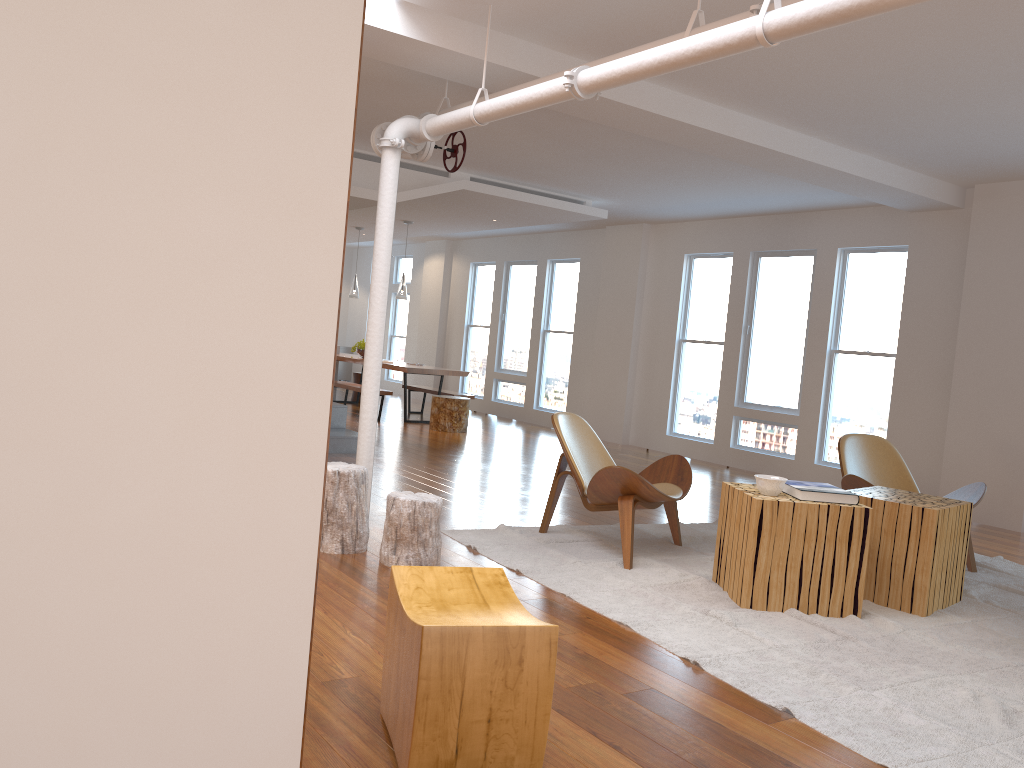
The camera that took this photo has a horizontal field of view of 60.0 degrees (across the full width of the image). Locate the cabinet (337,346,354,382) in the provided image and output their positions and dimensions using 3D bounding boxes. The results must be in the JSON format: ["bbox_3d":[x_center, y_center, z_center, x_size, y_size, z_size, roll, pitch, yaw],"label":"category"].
[{"bbox_3d":[-3.830,-0.418,17.453,1.309,0.725,0.420,3,3,-35],"label":"cabinet"}]

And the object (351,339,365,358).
[{"bbox_3d":[-2.056,-0.493,12.507,0.292,0.284,0.394,6,3,19],"label":"object"}]

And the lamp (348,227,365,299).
[{"bbox_3d":[-2.178,-1.738,12.465,0.160,1.060,0.160,5,3,-8],"label":"lamp"}]

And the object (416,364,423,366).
[{"bbox_3d":[-1.205,-0.252,11.727,0.158,0.017,0.019,3,3,-40],"label":"object"}]

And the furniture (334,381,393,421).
[{"bbox_3d":[-2.014,0.212,11.390,0.316,0.389,1.433,3,3,-35],"label":"furniture"}]

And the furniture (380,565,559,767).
[{"bbox_3d":[-0.140,0.780,2.415,0.344,0.430,0.549,5,3,-16],"label":"furniture"}]

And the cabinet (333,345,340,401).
[{"bbox_3d":[-3.685,-0.306,14.329,0.597,0.832,2.936,3,3,-35],"label":"cabinet"}]

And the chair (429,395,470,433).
[{"bbox_3d":[-0.747,0.356,10.647,0.460,0.400,0.460,4,3,-25],"label":"chair"}]

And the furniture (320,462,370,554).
[{"bbox_3d":[-0.863,0.624,4.500,0.298,0.418,0.290,6,3,18],"label":"furniture"}]

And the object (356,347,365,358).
[{"bbox_3d":[-2.033,-0.428,12.512,0.360,0.159,0.360,6,3,18],"label":"object"}]

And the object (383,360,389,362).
[{"bbox_3d":[-1.648,-0.292,11.604,0.079,0.030,0.070,6,3,18],"label":"object"}]

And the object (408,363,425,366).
[{"bbox_3d":[-1.276,-0.261,11.806,0.222,0.020,0.222,3,4,-43],"label":"object"}]

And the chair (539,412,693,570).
[{"bbox_3d":[0.677,0.587,5.084,0.856,0.752,0.867,4,3,-30],"label":"chair"}]

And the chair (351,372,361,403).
[{"bbox_3d":[-2.242,0.062,13.507,0.396,0.455,0.402,3,4,-45],"label":"chair"}]

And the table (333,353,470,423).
[{"bbox_3d":[-2.626,-0.098,13.379,0.893,0.704,5.996,3,3,-35],"label":"table"}]

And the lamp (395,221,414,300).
[{"bbox_3d":[-1.359,-1.606,11.281,0.160,1.060,0.160,5,3,-8],"label":"lamp"}]

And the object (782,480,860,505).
[{"bbox_3d":[1.454,0.516,4.248,0.279,0.048,0.334,5,3,-4],"label":"object"}]

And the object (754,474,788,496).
[{"bbox_3d":[1.217,0.480,4.182,0.152,0.082,0.152,6,3,16],"label":"object"}]

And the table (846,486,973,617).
[{"bbox_3d":[1.989,0.844,4.552,0.489,0.534,0.548,8,4,43],"label":"table"}]

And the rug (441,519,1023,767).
[{"bbox_3d":[1.940,1.067,4.513,3.525,0.057,3.478,4,3,-31],"label":"rug"}]

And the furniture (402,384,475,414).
[{"bbox_3d":[-1.037,0.272,12.072,0.316,0.389,1.433,3,3,-35],"label":"furniture"}]

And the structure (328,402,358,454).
[{"bbox_3d":[-4.100,0.123,9.418,3.088,0.386,5.584,3,3,-35],"label":"structure"}]

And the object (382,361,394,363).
[{"bbox_3d":[-1.648,-0.286,11.604,0.222,0.020,0.222,6,3,6],"label":"object"}]

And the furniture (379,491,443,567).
[{"bbox_3d":[-0.486,0.709,4.338,0.292,0.333,0.294,7,3,25],"label":"furniture"}]

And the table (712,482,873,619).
[{"bbox_3d":[1.329,0.795,4.270,0.548,0.534,0.489,5,3,-5],"label":"table"}]

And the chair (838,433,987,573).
[{"bbox_3d":[2.435,0.735,5.441,0.856,0.752,0.867,6,3,15],"label":"chair"}]
